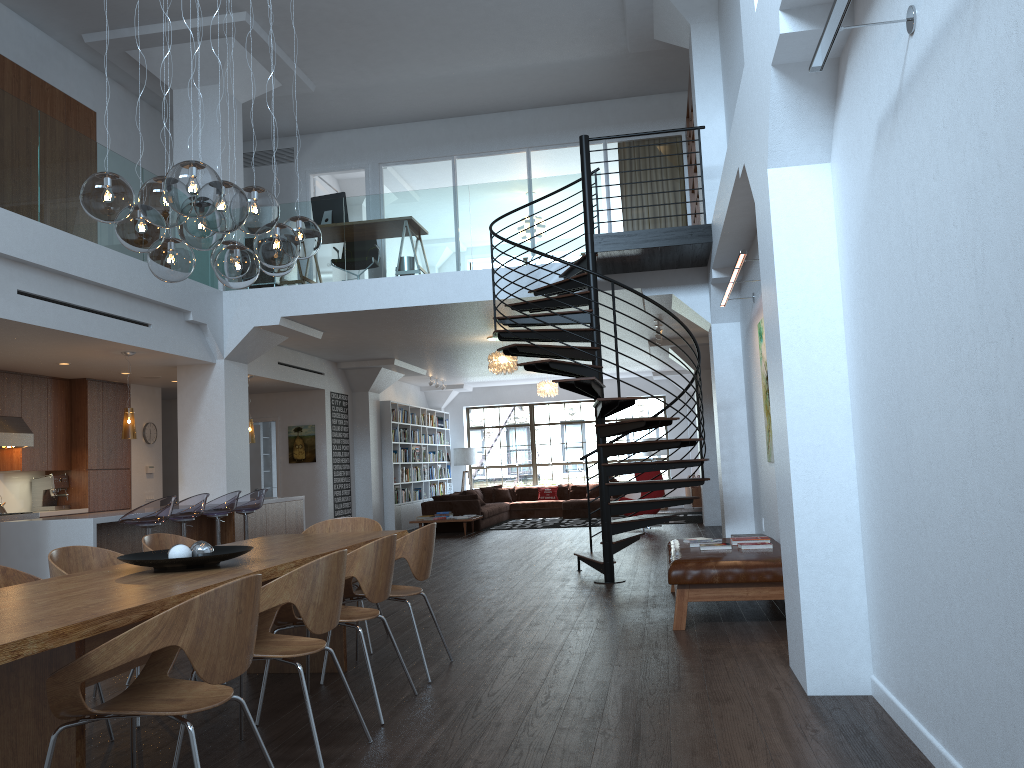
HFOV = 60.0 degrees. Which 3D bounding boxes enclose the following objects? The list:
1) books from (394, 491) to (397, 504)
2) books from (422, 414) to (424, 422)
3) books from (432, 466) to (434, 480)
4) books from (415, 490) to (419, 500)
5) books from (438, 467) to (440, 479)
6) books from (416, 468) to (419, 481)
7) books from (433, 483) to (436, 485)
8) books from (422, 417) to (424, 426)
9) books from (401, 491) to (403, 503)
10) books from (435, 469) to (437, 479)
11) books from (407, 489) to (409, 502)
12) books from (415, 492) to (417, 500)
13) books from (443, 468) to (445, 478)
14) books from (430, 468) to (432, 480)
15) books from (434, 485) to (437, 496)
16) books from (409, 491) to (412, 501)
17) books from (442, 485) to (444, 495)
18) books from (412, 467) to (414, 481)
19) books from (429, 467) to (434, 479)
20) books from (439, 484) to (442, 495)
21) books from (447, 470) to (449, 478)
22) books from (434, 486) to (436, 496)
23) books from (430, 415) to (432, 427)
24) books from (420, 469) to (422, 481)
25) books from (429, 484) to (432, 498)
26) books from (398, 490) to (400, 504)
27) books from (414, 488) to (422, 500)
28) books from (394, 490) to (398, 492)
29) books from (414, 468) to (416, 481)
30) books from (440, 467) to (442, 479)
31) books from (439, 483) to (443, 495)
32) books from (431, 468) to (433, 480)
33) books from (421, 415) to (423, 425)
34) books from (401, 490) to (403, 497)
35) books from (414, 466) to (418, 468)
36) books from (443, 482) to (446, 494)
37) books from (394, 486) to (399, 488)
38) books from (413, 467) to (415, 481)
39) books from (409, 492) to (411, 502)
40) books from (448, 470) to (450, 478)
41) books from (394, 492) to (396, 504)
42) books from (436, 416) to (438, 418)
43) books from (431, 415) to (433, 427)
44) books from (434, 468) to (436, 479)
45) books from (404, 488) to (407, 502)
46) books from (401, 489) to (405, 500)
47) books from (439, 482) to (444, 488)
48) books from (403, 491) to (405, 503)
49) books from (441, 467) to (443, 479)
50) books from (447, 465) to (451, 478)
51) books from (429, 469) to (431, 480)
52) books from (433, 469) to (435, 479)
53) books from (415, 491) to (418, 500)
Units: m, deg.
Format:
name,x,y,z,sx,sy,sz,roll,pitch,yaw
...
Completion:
name,x,y,z,sx,sy,sz,roll,pitch,yaw
books,-2.193,2.074,16.188,0.174,0.240,0.054,-4,-5,9
books,-1.915,0.752,18.442,0.160,0.251,0.031,-4,-5,9
books,-1.762,1.894,18.909,0.176,0.293,0.125,-4,-5,9
books,-1.931,2.224,17.710,0.139,0.191,0.036,-4,-5,9
books,-1.671,1.953,19.396,0.174,0.251,0.051,-4,-5,9
books,-1.958,1.812,17.688,0.183,0.253,0.034,-4,-5,9
books,-1.715,2.284,19.040,0.176,0.290,0.036,-4,-5,9
books,-1.917,0.767,18.359,0.161,0.207,0.130,-4,-5,9
books,-2.127,2.114,16.578,0.161,0.223,0.032,-4,-5,9
books,-1.716,1.946,19.115,0.161,0.222,0.084,-4,-5,9
books,-2.066,2.132,16.968,0.183,0.253,0.042,-4,-5,9
books,-1.952,2.223,17.554,0.120,0.167,0.020,-4,-5,9
books,-1.590,2.009,19.905,0.168,0.228,0.139,-4,-5,9
books,-1.795,1.895,18.697,0.182,0.255,0.077,-4,-5,9
books,-1.710,2.299,19.003,0.183,0.253,0.034,-4,-5,9
books,-2.034,2.167,17.110,0.161,0.207,0.135,-4,-5,9
books,-1.611,2.356,19.650,0.189,0.247,0.057,-4,-5,9
books,-2.032,1.769,17.350,0.198,0.284,0.066,-4,-5,9
books,-1.777,1.890,18.848,0.197,0.290,0.136,-4,-5,9
books,-1.627,2.342,19.532,0.183,0.253,0.037,-4,-5,9
books,-1.540,2.023,20.130,0.172,0.235,0.112,-4,-5,9
books,-1.727,2.304,18.966,0.174,0.240,0.045,-4,-5,9
books,-1.809,0.803,19.037,0.171,0.246,0.057,-4,-5,9
books,-1.924,1.847,17.972,0.168,0.231,0.037,-4,-5,9
books,-1.784,2.257,18.664,0.198,0.284,0.066,-4,-5,9
books,-2.170,2.084,16.381,0.180,0.251,0.048,-4,-5,9
books,-1.900,2.222,17.936,0.140,0.231,0.042,-4,-5,9
books,-2.185,2.077,16.301,0.183,0.253,0.042,-4,-5,9
books,-1.997,1.796,17.498,0.183,0.253,0.034,-4,-5,9
books,-1.645,1.972,19.604,0.160,0.251,0.036,-4,-5,9
books,-1.635,2.333,19.593,0.198,0.284,0.066,-4,-5,9
books,-1.777,1.900,18.741,0.182,0.253,0.098,-4,-5,9
books,-1.935,0.749,18.308,0.174,0.236,0.136,-4,-5,9
books,-2.130,2.114,16.624,0.176,0.231,0.053,-4,-5,9
books,-1.963,1.796,17.726,0.176,0.290,0.036,-4,-5,9
books,-1.571,2.357,19.918,0.176,0.290,0.053,-4,-5,9
books,-2.196,1.885,16.233,0.223,0.027,0.161,-5,-5,19
books,-2.006,1.774,17.457,0.176,0.290,0.053,-4,-5,9
books,-2.052,2.148,17.056,0.174,0.236,0.142,-4,-5,9
books,-1.521,2.049,20.278,0.161,0.213,0.146,-4,-5,9
books,-2.201,2.079,16.145,0.161,0.223,0.032,-4,-5,9
books,-1.725,0.848,19.629,0.183,0.253,0.042,-4,-5,9
books,-1.798,0.806,19.119,0.183,0.253,0.034,-4,-5,9
books,-1.735,1.926,19.045,0.170,0.251,0.118,-4,-5,9
books,-2.087,2.122,16.885,0.180,0.259,0.042,-4,-5,9
books,-2.111,2.111,16.735,0.183,0.253,0.042,-4,-5,9
books,-1.586,2.334,19.699,0.140,0.298,0.044,-4,-5,9
books,-2.105,2.132,16.694,0.161,0.223,0.030,-4,-5,9
books,-1.628,1.977,19.686,0.183,0.253,0.042,-4,-5,9
books,-1.504,2.016,20.381,0.176,0.290,0.053,-4,-5,9
books,-1.795,1.897,18.656,0.174,0.243,0.085,-4,-5,9
books,-1.741,1.925,18.992,0.174,0.242,0.105,-4,-5,9
books,-1.938,2.228,17.654,0.126,0.173,0.032,-4,-5,9
